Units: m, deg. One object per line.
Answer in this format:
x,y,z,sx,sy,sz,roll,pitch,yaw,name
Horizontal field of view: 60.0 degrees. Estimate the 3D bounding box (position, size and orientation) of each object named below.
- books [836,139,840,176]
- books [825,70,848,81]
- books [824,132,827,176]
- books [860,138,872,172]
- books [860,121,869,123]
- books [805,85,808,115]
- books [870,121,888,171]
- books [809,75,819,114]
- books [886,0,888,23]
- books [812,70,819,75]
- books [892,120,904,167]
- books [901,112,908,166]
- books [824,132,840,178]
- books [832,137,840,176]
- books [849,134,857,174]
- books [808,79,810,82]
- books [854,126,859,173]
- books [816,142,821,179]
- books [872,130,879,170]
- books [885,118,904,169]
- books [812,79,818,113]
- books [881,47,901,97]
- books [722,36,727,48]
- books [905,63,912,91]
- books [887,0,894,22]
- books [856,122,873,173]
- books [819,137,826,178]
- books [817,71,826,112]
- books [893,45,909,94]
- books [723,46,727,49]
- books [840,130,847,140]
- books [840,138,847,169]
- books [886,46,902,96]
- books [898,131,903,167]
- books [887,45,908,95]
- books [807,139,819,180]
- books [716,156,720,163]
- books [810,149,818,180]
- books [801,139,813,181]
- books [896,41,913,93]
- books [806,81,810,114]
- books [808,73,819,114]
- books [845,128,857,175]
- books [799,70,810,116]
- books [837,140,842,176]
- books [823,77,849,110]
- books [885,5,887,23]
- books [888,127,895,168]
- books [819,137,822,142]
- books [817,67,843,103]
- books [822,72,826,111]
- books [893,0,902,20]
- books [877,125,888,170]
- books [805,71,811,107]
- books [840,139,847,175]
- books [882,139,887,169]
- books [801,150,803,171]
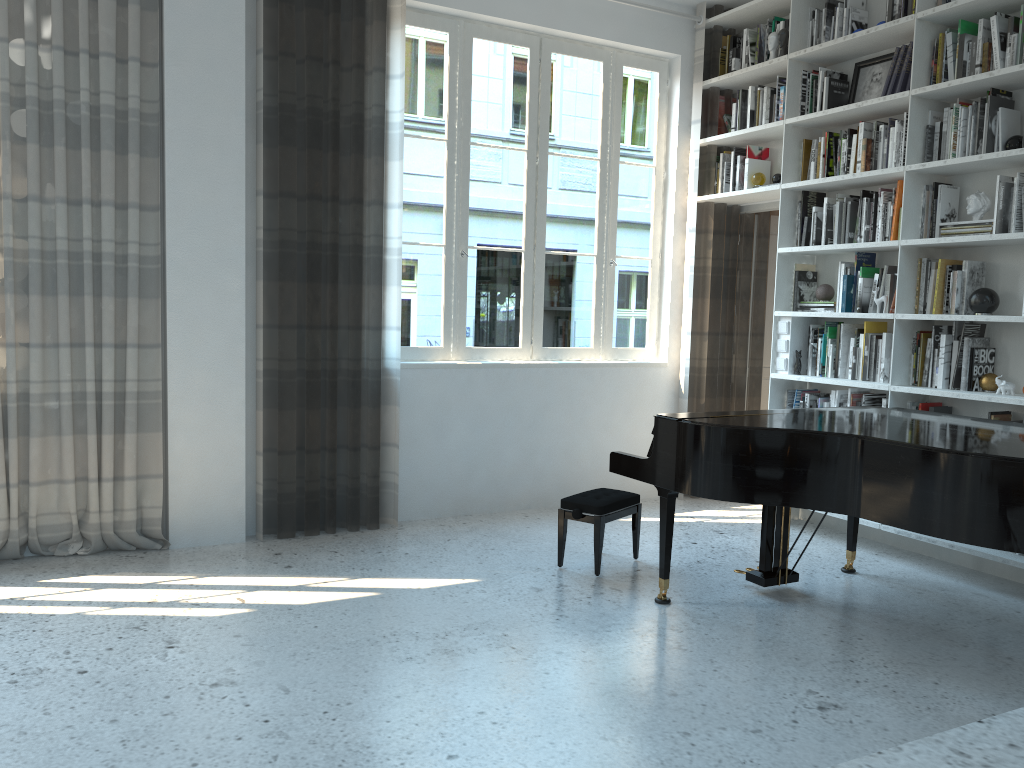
1.894,-1.256,5.009,0.149,0.231,0.012,-1,6,-28,books
1.842,-1.642,5.051,0.166,0.255,0.012,-1,6,-28,books
1.850,-1.288,5.066,0.164,0.281,0.020,-1,6,-28,books
1.969,-1.220,4.806,0.192,0.195,0.029,-1,6,-28,books
1.959,-1.280,4.879,0.151,0.304,0.014,-1,6,-28,books
1.781,-1.630,5.186,0.172,0.207,0.015,-1,6,-28,books
2.007,-1.263,4.790,0.161,0.286,0.025,-1,6,-28,books
1.789,-1.645,5.123,0.189,0.246,0.004,-1,6,-28,books
2.041,-1.957,4.686,0.153,0.218,0.028,-1,6,-28,books
1.794,-1.670,5.165,0.144,0.289,0.006,-1,6,-28,books
2.066,-1.238,4.646,0.174,0.263,0.022,-1,6,-28,books
2.087,-1.247,4.594,0.182,0.291,0.012,-1,6,-28,books
1.848,-1.284,5.047,0.164,0.278,0.011,-1,6,-28,books
1.876,-1.268,5.032,0.134,0.250,0.047,-1,6,-28,books
1.941,-1.250,4.907,0.162,0.238,0.047,-1,6,-28,books
1.783,-1.639,5.154,0.184,0.229,0.009,-1,6,-28,books
1.951,-1.262,4.855,0.187,0.271,0.023,-1,6,-28,books
1.829,-1.266,5.101,0.172,0.230,0.030,-1,6,-28,books
2.005,-1.234,4.771,0.171,0.232,0.013,-1,6,-28,books
2.048,-1.251,4.689,0.188,0.281,0.012,-1,6,-28,books
1.804,-1.630,5.107,0.186,0.219,0.018,-1,6,-28,books
2.051,-1.616,4.691,0.174,0.280,0.110,-1,6,-28,books
1.425,-2.113,5.819,0.180,0.308,0.012,-1,6,-28,books
2.121,-1.610,4.580,0.174,0.286,0.078,-1,6,-28,books
2.050,-1.985,4.658,0.187,0.280,0.024,-1,6,-28,books
1.959,-1.267,4.829,0.185,0.286,0.030,-1,6,-28,books
1.838,-1.275,5.080,0.187,0.253,0.014,-1,6,-28,books
1.822,-1.646,5.072,0.183,0.258,0.023,-1,6,-28,books
2.091,-1.610,4.636,0.174,0.280,0.110,-1,6,-28,books
1.441,-2.080,5.818,0.151,0.242,0.011,-1,6,-28,books
1.897,-1.278,4.994,0.150,0.277,0.012,-1,6,-28,books
1.904,-1.252,4.971,0.170,0.229,0.011,-1,6,-28,books
2.070,-1.614,4.675,0.174,0.280,0.110,-1,6,-28,books
2.085,-1.208,4.640,0.172,0.206,0.013,-1,6,-28,books
2.065,-1.612,4.647,0.174,0.280,0.110,-1,6,-28,books
1.801,-1.287,5.178,0.153,0.258,0.062,-1,6,-28,books
1.397,-1.363,5.869,0.188,0.273,0.011,-1,6,-28,books
1.800,-1.251,5.131,0.175,0.195,0.026,-1,6,-28,books
1.769,-1.292,5.202,0.180,0.263,0.012,-1,6,-28,books
2.088,-1.610,4.600,0.174,0.283,0.097,-1,6,-28,books
1.777,-1.631,5.144,0.186,0.214,0.004,-1,6,-28,books
1.793,-1.654,5.143,0.184,0.260,0.009,-1,6,-28,books
1.924,-1.270,4.930,0.180,0.273,0.014,-1,6,-28,books
1.758,-1.676,5.197,0.184,0.293,0.005,-1,6,-28,books
1.892,-1.248,4.979,0.164,0.218,0.014,-1,6,-28,books
1.840,-1.621,5.039,0.185,0.214,0.012,-1,6,-28,books
2.043,-1.988,4.706,0.151,0.278,0.012,-1,6,-28,books
2.054,-1.224,4.671,0.172,0.231,0.030,-1,6,-28,books
1.824,-1.284,5.119,0.151,0.263,0.010,-1,6,-28,books
1.824,-1.659,5.088,0.190,0.281,0.005,-1,6,-28,books
1.838,-1.641,5.062,0.168,0.250,0.011,-1,6,-28,books
2.061,-1.967,4.635,0.155,0.249,0.028,-1,6,-28,books
2.028,-1.247,4.758,0.157,0.261,0.029,-1,6,-28,books
1.774,-1.671,5.189,0.148,0.287,0.006,-1,6,-28,books
1.908,-1.244,4.950,0.173,0.217,0.031,-1,6,-28,books
2.037,-1.207,4.739,0.136,0.186,0.022,-1,6,-28,books
1.768,-1.279,5.223,0.151,0.233,0.022,-1,6,-28,books
